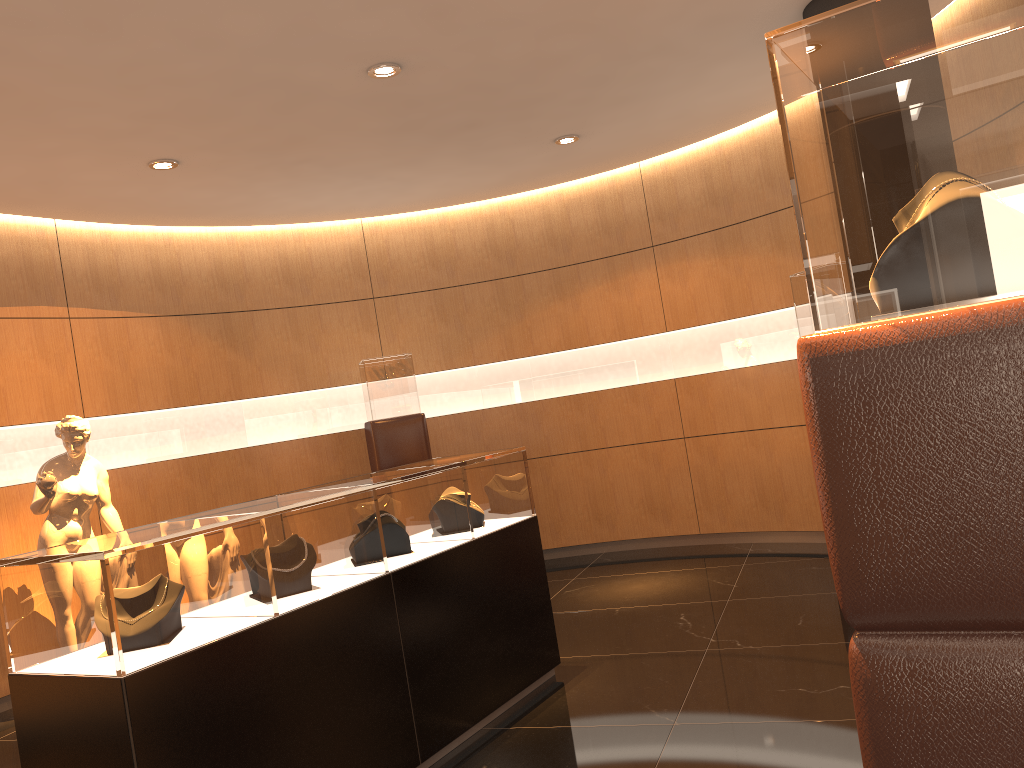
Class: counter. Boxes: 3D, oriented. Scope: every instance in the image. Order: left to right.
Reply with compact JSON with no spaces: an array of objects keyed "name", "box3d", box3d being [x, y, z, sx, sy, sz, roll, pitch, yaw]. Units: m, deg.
[{"name":"counter","box3d":[-0.727,1.036,3.824,0.615,1.173,2.514,-10,-1,31]}]

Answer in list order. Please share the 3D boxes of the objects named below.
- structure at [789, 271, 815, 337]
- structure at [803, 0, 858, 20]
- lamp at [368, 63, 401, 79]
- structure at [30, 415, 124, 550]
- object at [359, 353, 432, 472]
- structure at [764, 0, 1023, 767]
[{"name":"structure","box3d":[2.220,0.233,5.669,0.484,2.000,0.498,-9,-1,-15]},{"name":"structure","box3d":[2.131,-0.497,4.724,0.613,3.430,0.613,-10,-1,35]},{"name":"lamp","box3d":[-0.679,-1.681,4.687,0.176,0.068,0.176,-10,-1,25]},{"name":"structure","box3d":[-2.810,1.127,5.723,0.477,1.836,0.733,-10,-1,20]},{"name":"object","box3d":[-0.908,0.773,7.383,0.484,2.000,0.498,-9,-1,-15]},{"name":"structure","box3d":[0.842,0.351,1.508,0.498,1.968,0.484,-10,-1,31]}]
